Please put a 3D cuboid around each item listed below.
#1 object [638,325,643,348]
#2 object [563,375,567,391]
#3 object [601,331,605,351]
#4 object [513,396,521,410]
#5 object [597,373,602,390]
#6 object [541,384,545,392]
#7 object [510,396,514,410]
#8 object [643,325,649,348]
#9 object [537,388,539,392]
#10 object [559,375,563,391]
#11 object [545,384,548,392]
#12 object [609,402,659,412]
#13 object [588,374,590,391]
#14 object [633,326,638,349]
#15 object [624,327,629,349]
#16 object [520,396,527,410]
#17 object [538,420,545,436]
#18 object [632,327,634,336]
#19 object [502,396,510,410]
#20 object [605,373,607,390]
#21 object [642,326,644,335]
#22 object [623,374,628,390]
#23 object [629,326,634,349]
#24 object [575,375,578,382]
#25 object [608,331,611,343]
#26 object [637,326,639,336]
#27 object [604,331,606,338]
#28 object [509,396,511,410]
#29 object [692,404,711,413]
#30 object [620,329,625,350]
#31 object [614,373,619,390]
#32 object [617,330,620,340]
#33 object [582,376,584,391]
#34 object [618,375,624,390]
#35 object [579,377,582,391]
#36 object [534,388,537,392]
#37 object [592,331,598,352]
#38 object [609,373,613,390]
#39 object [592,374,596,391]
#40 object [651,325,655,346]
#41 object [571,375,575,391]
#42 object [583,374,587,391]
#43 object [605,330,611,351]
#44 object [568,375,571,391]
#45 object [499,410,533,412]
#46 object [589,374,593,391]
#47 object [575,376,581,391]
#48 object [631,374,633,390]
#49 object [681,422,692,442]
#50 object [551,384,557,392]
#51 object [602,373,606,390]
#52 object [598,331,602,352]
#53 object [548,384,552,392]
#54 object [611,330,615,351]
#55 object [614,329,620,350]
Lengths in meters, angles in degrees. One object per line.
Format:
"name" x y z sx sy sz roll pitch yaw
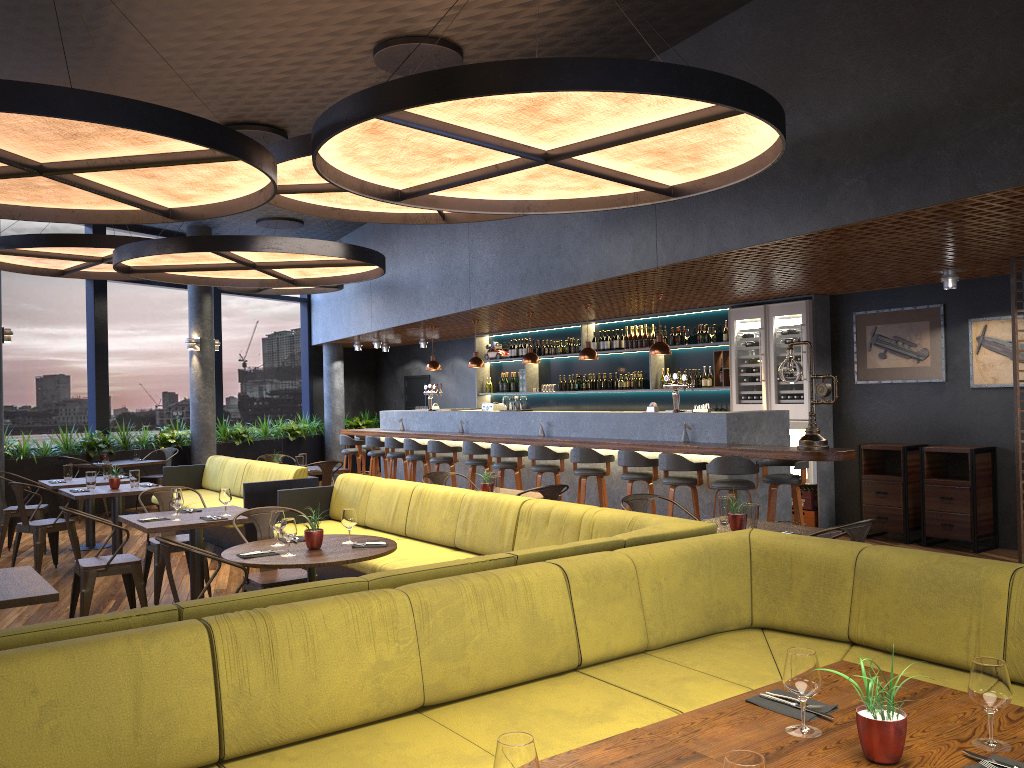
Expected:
"object" 1.822 -0.668 12.540 0.084 0.330 0.084 -1 -1 -29
"object" 0.827 -0.012 13.953 0.063 0.254 0.063 -2 -1 41
"object" 1.361 -0.640 13.201 0.085 0.310 0.086 -1 -1 -3
"object" 0.062 0.262 11.844 0.105 0.209 0.105 -1 -1 -1
"object" 1.310 -0.031 13.267 0.063 0.254 0.063 -2 -1 26
"object" 0.520 0.066 14.444 0.084 0.119 0.084 -1 -1 9
"object" 0.029 0.264 11.978 0.105 0.209 0.105 -1 -1 -1
"object" 1.880 -0.670 12.463 0.084 0.330 0.084 -1 -1 -29
"object" 0.429 0.099 14.540 0.042 0.059 0.042 -1 -1 16
"object" 0.768 -0.010 14.034 0.063 0.254 0.063 -2 -1 26
"object" 0.570 0.064 14.375 0.084 0.119 0.084 -1 -1 9
"object" 1.336 0.266 10.101 0.200 0.106 0.766 -1 -1 -36
"object" 1.192 -0.024 13.630 0.063 0.254 0.063 -1 -1 -3
"object" 1.765 -0.666 12.625 0.084 0.330 0.084 -1 -1 -29
"object" 1.655 -0.662 12.776 0.084 0.330 0.084 -1 -1 -29
"object" 0.151 0.260 11.917 0.105 0.209 0.105 -1 -1 -1
"object" 0.373 0.550 11.074 0.114 0.203 0.069 -2 -1 43
"object" 1.748 -0.663 12.802 0.084 0.330 0.084 -1 -1 -29
"object" -0.081 0.267 12.047 0.105 0.209 0.105 -1 -1 -1
"object" 1.400 -0.032 13.330 0.063 0.254 0.063 -2 -1 41
"object" 1.859 -0.668 12.649 0.084 0.330 0.084 -1 -1 -29
"object" 1.656 -0.028 12.847 0.088 0.224 0.088 -1 -1 -21
"object" 1.711 -0.664 12.701 0.084 0.330 0.084 -1 -1 -29
"object" 1.024 -0.017 13.931 0.063 0.254 0.063 -2 -1 26
"object" 1.452 -0.642 13.238 0.085 0.310 0.086 -1 -1 5
"object" 1.802 -0.666 12.724 0.084 0.330 0.084 -1 -1 -29
"object" 1.394 -0.640 13.308 0.085 0.310 0.086 -1 -1 -9
"object" 0.014 0.266 12.101 0.105 0.209 0.105 -1 -1 -1
"object" 1.965 0.249 9.200 0.177 0.091 0.091 -2 -1 29
"object" 1.620 -0.648 13.006 0.085 0.310 0.086 -1 -1 5
"object" 1.550 -0.037 13.137 0.063 0.254 0.063 -1 -1 12
"object" 1.566 -0.646 13.084 0.085 0.310 0.086 -1 -1 -9
"object" 1.124 -0.006 13.772 0.088 0.224 0.088 -2 -1 29
"object" 1.593 -0.026 12.934 0.088 0.224 0.088 -2 -1 24
"object" 1.048 -0.004 13.838 0.088 0.224 0.088 -2 -1 19
"object" 0.385 0.100 14.537 0.042 0.059 0.042 -1 -1 16
"object" 1.243 -0.636 13.357 0.085 0.310 0.086 -1 -1 -9
"object" 1.474 -0.035 13.229 0.063 0.254 0.063 -2 -1 26
"object" 1.251 -0.026 13.540 0.063 0.254 0.063 -2 -1 26
"object" 1.997 -0.672 12.515 0.084 0.330 0.084 -1 -1 -29
"object" 0.954 -0.016 13.876 0.063 0.254 0.063 -1 -1 -8
"object" 1.123 -0.023 13.589 0.063 0.254 0.063 -1 -1 -18
"object" 1.414 -0.642 13.124 0.085 0.310 0.086 -1 -1 -9
"object" 0.913 -0.014 14.001 0.063 0.254 0.063 -1 -1 11
"object" 0.056 0.359 11.990 0.273 0.019 0.437 -1 -1 -36
"object" 1.197 -0.026 13.474 0.063 0.254 0.063 -1 -1 6
"object" 1.016 -0.004 13.729 0.088 0.224 0.088 -1 -1 -21
"object" 1.748 -0.029 12.913 0.088 0.224 0.088 -1 -1 -41
"object" 1.792 0.497 9.130 0.114 0.203 0.069 -1 -1 -1
"object" 0.672 0.060 14.234 0.084 0.119 0.084 -1 -1 9
"object" 1.369 -0.033 13.185 0.063 0.254 0.063 -1 -1 1
"object" 1.336 -0.637 13.389 0.085 0.310 0.086 -1 -1 -21
"object" 0.621 0.062 14.305 0.084 0.119 0.084 -1 -1 9
"object" 1.507 -0.644 13.157 0.085 0.310 0.086 -1 -1 -25
"object" 1.530 -0.646 12.969 0.085 0.310 0.086 -1 -1 -3
